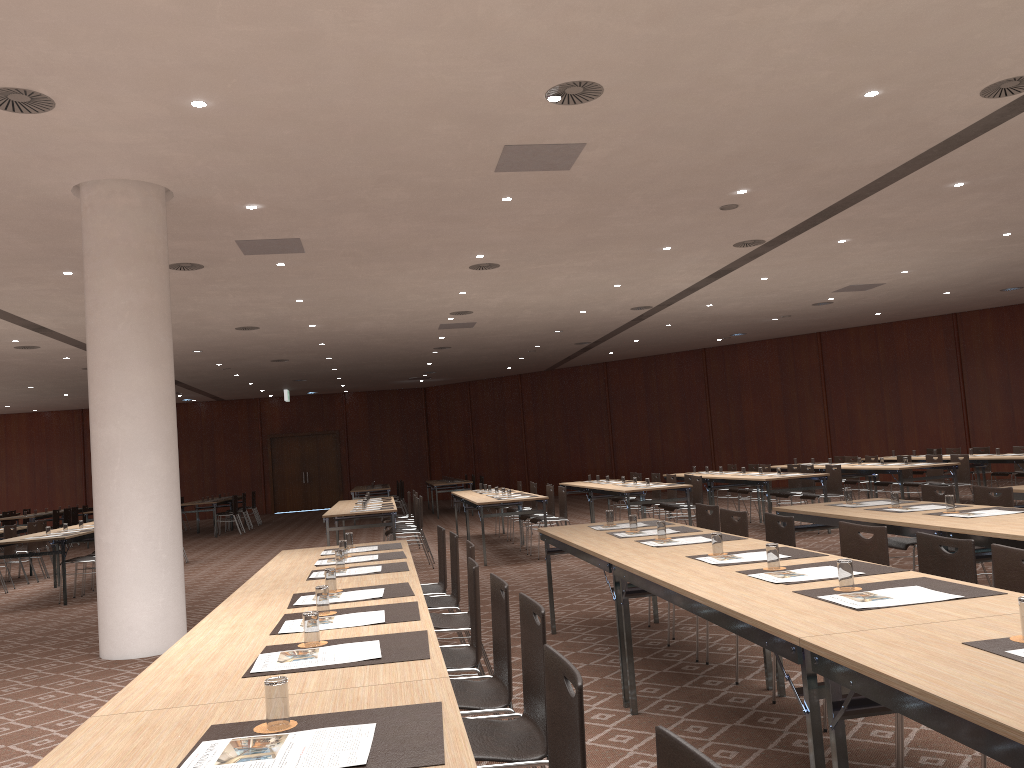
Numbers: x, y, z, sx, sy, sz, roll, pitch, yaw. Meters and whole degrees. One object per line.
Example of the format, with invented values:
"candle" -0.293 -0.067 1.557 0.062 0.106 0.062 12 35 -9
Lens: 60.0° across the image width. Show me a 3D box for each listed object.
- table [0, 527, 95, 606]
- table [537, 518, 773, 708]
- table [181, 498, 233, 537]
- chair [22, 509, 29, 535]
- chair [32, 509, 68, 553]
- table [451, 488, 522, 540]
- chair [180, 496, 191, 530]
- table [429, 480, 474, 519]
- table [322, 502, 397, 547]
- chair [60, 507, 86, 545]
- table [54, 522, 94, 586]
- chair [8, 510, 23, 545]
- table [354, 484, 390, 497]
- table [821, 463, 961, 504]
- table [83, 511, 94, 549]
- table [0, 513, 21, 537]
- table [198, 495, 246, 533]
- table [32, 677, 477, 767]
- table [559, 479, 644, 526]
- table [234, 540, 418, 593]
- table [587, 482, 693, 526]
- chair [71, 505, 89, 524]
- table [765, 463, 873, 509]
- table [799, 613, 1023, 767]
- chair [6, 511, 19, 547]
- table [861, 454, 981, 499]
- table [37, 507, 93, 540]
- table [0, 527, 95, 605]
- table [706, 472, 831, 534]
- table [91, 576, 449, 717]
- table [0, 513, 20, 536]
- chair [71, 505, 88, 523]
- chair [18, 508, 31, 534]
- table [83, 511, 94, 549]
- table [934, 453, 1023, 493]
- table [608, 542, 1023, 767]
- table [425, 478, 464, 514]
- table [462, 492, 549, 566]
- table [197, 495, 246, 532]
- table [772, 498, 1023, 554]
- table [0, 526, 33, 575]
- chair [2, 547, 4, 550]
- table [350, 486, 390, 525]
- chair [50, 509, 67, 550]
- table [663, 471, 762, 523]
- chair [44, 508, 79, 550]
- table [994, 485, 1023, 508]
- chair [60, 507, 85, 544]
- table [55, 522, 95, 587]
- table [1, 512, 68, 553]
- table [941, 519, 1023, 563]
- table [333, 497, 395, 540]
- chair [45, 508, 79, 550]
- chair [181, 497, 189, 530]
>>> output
"table" -6.079 2.422 11.894 0.953 0.832 2.269 -4 -4 -9
"table" 0.868 1.441 6.048 0.953 0.832 2.269 -4 -4 -9
"table" -7.522 3.306 21.794 0.953 0.832 2.269 -4 -4 -9
"chair" -13.203 3.839 23.837 0.613 0.939 0.536 -4 -4 -7
"chair" -10.794 3.411 20.683 0.613 0.939 0.536 -4 -4 -10
"table" -0.442 2.244 15.033 0.953 0.832 2.269 -4 -4 -9
"chair" -9.262 3.594 24.477 0.613 0.939 0.536 -4 -4 -7
"table" -1.558 2.929 22.694 0.953 0.832 2.269 -4 -4 -9
"table" -2.089 2.169 12.496 0.953 0.832 2.269 -4 -4 -9
"chair" -10.985 3.529 21.998 0.613 0.939 0.536 -4 -4 -10
"table" -6.405 2.622 14.133 0.953 0.832 2.269 -4 -4 -9
"chair" -13.243 3.792 23.195 0.613 0.939 0.536 -4 -4 -8
"table" -3.858 3.254 24.635 0.953 0.832 2.269 -4 -4 -9
"table" 5.806 1.669 13.687 0.953 0.832 2.269 -4 -4 -9
"table" -9.495 3.431 21.496 0.953 0.832 2.269 -4 -4 -9
"table" -13.769 3.881 23.140 0.953 0.832 2.269 -4 -4 -9
"table" -7.848 3.506 24.033 0.953 0.832 2.269 -4 -4 -9
"table" -0.452 1.166 1.271 0.953 0.832 2.269 -4 -4 -9
"table" 1.532 2.119 15.331 0.953 0.832 2.269 -4 -4 -9
"table" -1.105 1.566 5.750 0.953 0.832 2.269 -4 -4 -9
"table" 1.858 1.919 13.091 0.953 0.832 2.269 -4 -4 -9
"chair" -11.183 3.614 22.900 0.613 0.939 0.536 -4 -4 -10
"table" 5.479 1.869 15.926 0.953 0.832 2.269 -4 -4 -9
"table" 1.521 1.041 1.569 0.953 0.832 2.269 -4 -4 -9
"chair" -13.023 3.729 22.601 0.613 0.939 0.536 -4 -4 -8
"table" 7.453 1.744 16.224 0.953 0.832 2.269 -4 -4 -9
"table" -11.795 3.756 23.438 0.953 0.832 2.269 -4 -4 -9
"table" -6.079 2.422 11.894 0.953 0.832 2.269 -4 -4 -9
"table" 3.832 1.794 13.389 0.953 0.832 2.269 -4 -4 -9
"table" -0.779 1.366 3.511 0.953 0.832 2.269 -4 -4 -9
"table" -13.769 3.881 23.140 0.953 0.832 2.269 -4 -4 -9
"chair" -11.186 3.616 22.919 0.613 0.939 0.536 -4 -4 -11
"chair" -13.208 3.843 23.872 0.613 0.939 0.536 -4 -4 -6
"table" -9.495 3.431 21.496 0.953 0.832 2.269 -4 -4 -9
"table" 7.779 1.544 13.985 0.953 0.832 2.269 -4 -4 -9
"table" 1.195 1.241 3.808 0.953 0.832 2.269 -4 -4 -9
"table" -1.885 3.129 24.933 0.953 0.832 2.269 -4 -4 -9
"table" -0.115 2.044 12.794 0.953 0.832 2.269 -4 -4 -9
"table" -7.848 3.506 24.033 0.953 0.832 2.269 -4 -4 -9
"table" 2.842 1.316 6.346 0.953 0.832 2.269 -4 -4 -9
"table" -8.379 2.746 13.835 0.953 0.832 2.269 -4 -4 -9
"chair" -12.893 3.650 21.712 0.613 0.939 0.536 -4 -4 -8
"table" -3.532 3.053 22.396 0.953 0.832 2.269 -4 -4 -9
"chair" -10.797 3.413 20.705 0.613 0.939 0.536 -4 -4 -11
"table" 3.506 1.994 15.629 0.953 0.832 2.269 -4 -4 -9
"chair" -10.808 3.456 21.243 0.613 0.939 0.536 -4 -4 -7
"table" 4.815 1.192 6.643 0.953 0.832 2.269 -4 -4 -9
"chair" -10.973 3.521 21.915 0.613 0.939 0.536 -4 -4 -11
"table" -6.405 2.622 14.133 0.953 0.832 2.269 -4 -4 -9
"table" -11.469 3.556 21.198 0.953 0.832 2.269 -4 -4 -9
"table" 3.168 1.116 4.106 0.953 0.832 2.269 -4 -4 -9
"table" -2.415 2.369 14.735 0.953 0.832 2.269 -4 -4 -9
"chair" -10.818 3.462 21.309 0.613 0.939 0.536 -4 -4 -10
"chair" -9.267 3.596 24.507 0.613 0.939 0.536 -4 -4 -10
